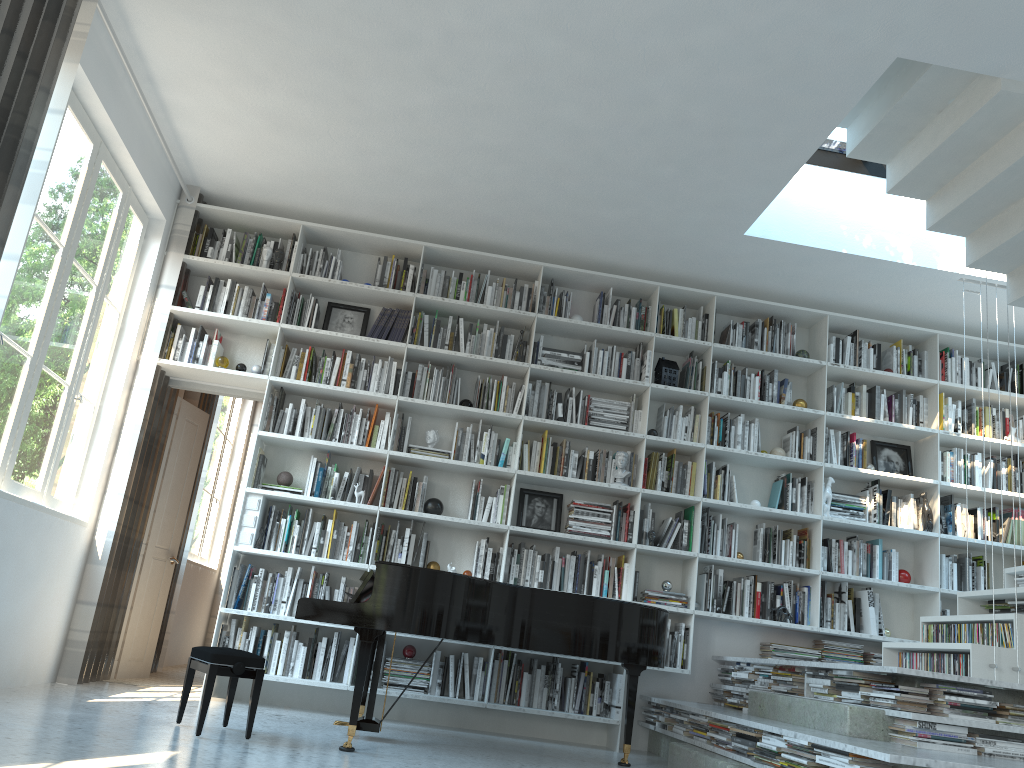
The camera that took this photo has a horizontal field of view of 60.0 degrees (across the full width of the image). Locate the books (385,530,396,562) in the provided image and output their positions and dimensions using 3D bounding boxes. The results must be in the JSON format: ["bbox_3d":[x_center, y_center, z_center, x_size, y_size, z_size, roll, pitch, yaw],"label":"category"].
[{"bbox_3d":[-0.792,1.080,5.762,0.042,0.247,0.163,9,-16,-5],"label":"books"}]

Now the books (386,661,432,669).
[{"bbox_3d":[-0.656,1.773,5.598,0.285,0.005,0.160,10,-17,-8],"label":"books"}]

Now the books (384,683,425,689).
[{"bbox_3d":[-0.674,1.893,5.568,0.254,0.007,0.161,9,-17,-4],"label":"books"}]

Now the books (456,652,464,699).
[{"bbox_3d":[-0.334,1.838,5.605,0.012,0.274,0.180,9,-16,-5],"label":"books"}]

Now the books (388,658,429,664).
[{"bbox_3d":[-0.653,1.749,5.610,0.254,0.005,0.161,9,-17,-4],"label":"books"}]

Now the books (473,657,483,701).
[{"bbox_3d":[-0.219,1.862,5.609,0.024,0.259,0.190,9,-16,-5],"label":"books"}]

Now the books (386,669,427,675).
[{"bbox_3d":[-0.665,1.816,5.593,0.254,0.005,0.161,9,-17,-5],"label":"books"}]

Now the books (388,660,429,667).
[{"bbox_3d":[-0.655,1.765,5.608,0.254,0.005,0.161,9,-17,-5],"label":"books"}]

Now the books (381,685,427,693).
[{"bbox_3d":[-0.677,1.914,5.565,0.285,0.007,0.160,9,-17,-5],"label":"books"}]

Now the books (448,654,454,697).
[{"bbox_3d":[-0.384,1.843,5.608,0.062,0.252,0.178,9,-16,-5],"label":"books"}]

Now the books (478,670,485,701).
[{"bbox_3d":[-0.203,1.908,5.616,0.024,0.179,0.172,9,-16,-5],"label":"books"}]

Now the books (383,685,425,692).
[{"bbox_3d":[-0.675,1.905,5.558,0.254,0.007,0.161,8,-17,-1],"label":"books"}]

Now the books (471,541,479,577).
[{"bbox_3d":[-0.247,1.167,5.821,0.012,0.253,0.161,9,-16,-5],"label":"books"}]

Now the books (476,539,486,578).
[{"bbox_3d":[-0.211,1.162,5.816,0.027,0.268,0.159,9,-16,-5],"label":"books"}]

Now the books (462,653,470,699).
[{"bbox_3d":[-0.293,1.848,5.622,0.073,0.275,0.181,9,-16,-5],"label":"books"}]

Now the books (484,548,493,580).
[{"bbox_3d":[-0.163,1.194,5.815,0.029,0.220,0.153,9,-16,-5],"label":"books"}]

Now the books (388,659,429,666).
[{"bbox_3d":[-0.655,1.760,5.609,0.254,0.005,0.161,9,-17,-5],"label":"books"}]

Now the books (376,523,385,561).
[{"bbox_3d":[-0.858,1.053,5.764,0.013,0.282,0.147,9,-16,-5],"label":"books"}]

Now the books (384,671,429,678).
[{"bbox_3d":[-0.664,1.828,5.587,0.285,0.007,0.160,9,-17,-4],"label":"books"}]

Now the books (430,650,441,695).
[{"bbox_3d":[-0.486,1.825,5.612,0.031,0.265,0.145,9,-16,-5],"label":"books"}]

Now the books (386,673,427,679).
[{"bbox_3d":[-0.665,1.835,5.585,0.254,0.007,0.161,9,-17,-4],"label":"books"}]

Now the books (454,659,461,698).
[{"bbox_3d":[-0.349,1.859,5.605,0.011,0.231,0.174,9,-16,-5],"label":"books"}]

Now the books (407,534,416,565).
[{"bbox_3d":[-0.662,1.108,5.786,0.029,0.240,0.136,9,-16,-5],"label":"books"}]

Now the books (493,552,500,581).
[{"bbox_3d":[-0.109,1.214,5.824,0.024,0.200,0.159,9,-16,-5],"label":"books"}]

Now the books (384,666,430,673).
[{"bbox_3d":[-0.663,1.800,5.595,0.285,0.005,0.160,9,-17,-4],"label":"books"}]

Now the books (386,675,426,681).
[{"bbox_3d":[-0.666,1.848,5.581,0.254,0.007,0.161,9,-17,-4],"label":"books"}]

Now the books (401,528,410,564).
[{"bbox_3d":[-0.697,1.083,5.770,0.027,0.268,0.185,9,-16,-5],"label":"books"}]

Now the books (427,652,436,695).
[{"bbox_3d":[-0.506,1.822,5.594,0.012,0.253,0.161,9,-16,-5],"label":"books"}]

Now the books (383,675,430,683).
[{"bbox_3d":[-0.666,1.852,5.573,0.285,0.007,0.160,10,-17,-9],"label":"books"}]

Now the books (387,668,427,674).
[{"bbox_3d":[-0.664,1.805,5.593,0.254,0.005,0.161,9,-17,-6],"label":"books"}]

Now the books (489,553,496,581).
[{"bbox_3d":[-0.138,1.216,5.833,0.031,0.194,0.142,9,-16,-5],"label":"books"}]

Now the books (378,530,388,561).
[{"bbox_3d":[-0.839,1.076,5.757,0.030,0.238,0.157,9,-16,-5],"label":"books"}]

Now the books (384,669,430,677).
[{"bbox_3d":[-0.663,1.822,5.592,0.285,0.007,0.160,9,-17,-5],"label":"books"}]

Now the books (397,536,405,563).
[{"bbox_3d":[-0.725,1.106,5.763,0.021,0.214,0.172,9,-16,-5],"label":"books"}]

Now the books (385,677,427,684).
[{"bbox_3d":[-0.667,1.859,5.571,0.254,0.007,0.161,10,-17,-9],"label":"books"}]

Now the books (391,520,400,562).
[{"bbox_3d":[-0.760,1.053,5.773,0.014,0.312,0.166,9,-16,-5],"label":"books"}]

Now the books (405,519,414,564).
[{"bbox_3d":[-0.677,1.060,5.805,0.013,0.338,0.138,9,-16,-5],"label":"books"}]

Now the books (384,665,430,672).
[{"bbox_3d":[-0.662,1.795,5.597,0.285,0.005,0.160,9,-17,-6],"label":"books"}]

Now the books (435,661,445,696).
[{"bbox_3d":[-0.459,1.856,5.594,0.029,0.201,0.178,9,-16,-5],"label":"books"}]

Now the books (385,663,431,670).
[{"bbox_3d":[-0.660,1.782,5.593,0.285,0.005,0.160,10,-17,-9],"label":"books"}]

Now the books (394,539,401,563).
[{"bbox_3d":[-0.749,1.113,5.763,0.024,0.195,0.157,9,-16,-5],"label":"books"}]

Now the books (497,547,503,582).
[{"bbox_3d":[-0.089,1.205,5.856,0.019,0.241,0.108,9,-16,-5],"label":"books"}]

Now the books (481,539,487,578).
[{"bbox_3d":[-0.194,1.165,5.832,0.010,0.276,0.156,9,-16,-5],"label":"books"}]

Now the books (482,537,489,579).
[{"bbox_3d":[-0.181,1.159,5.831,0.014,0.290,0.132,9,-16,-5],"label":"books"}]

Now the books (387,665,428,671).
[{"bbox_3d":[-0.662,1.790,5.600,0.254,0.005,0.161,9,-17,-5],"label":"books"}]

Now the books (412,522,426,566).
[{"bbox_3d":[-0.616,1.068,5.786,0.050,0.327,0.167,9,-16,-5],"label":"books"}]

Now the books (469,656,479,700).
[{"bbox_3d":[-0.247,1.867,5.636,0.025,0.258,0.133,9,-16,-5],"label":"books"}]

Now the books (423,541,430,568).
[{"bbox_3d":[-0.562,1.137,5.788,0.023,0.211,0.160,9,-16,-5],"label":"books"}]

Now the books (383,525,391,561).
[{"bbox_3d":[-0.815,1.062,5.756,0.012,0.271,0.182,9,-16,-5],"label":"books"}]

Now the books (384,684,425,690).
[{"bbox_3d":[-0.675,1.900,5.568,0.254,0.007,0.161,9,-17,-5],"label":"books"}]

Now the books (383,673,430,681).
[{"bbox_3d":[-0.664,1.839,5.574,0.285,0.007,0.160,11,-17,-10],"label":"books"}]

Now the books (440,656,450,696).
[{"bbox_3d":[-0.430,1.847,5.612,0.028,0.237,0.136,9,-16,-5],"label":"books"}]

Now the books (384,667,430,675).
[{"bbox_3d":[-0.664,1.809,5.590,0.285,0.005,0.160,10,-17,-7],"label":"books"}]

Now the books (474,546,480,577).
[{"bbox_3d":[-0.237,1.185,5.826,0.015,0.224,0.148,9,-16,-5],"label":"books"}]

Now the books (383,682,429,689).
[{"bbox_3d":[-0.672,1.885,5.563,0.285,0.007,0.160,10,-17,-9],"label":"books"}]

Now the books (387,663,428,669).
[{"bbox_3d":[-0.656,1.778,5.595,0.254,0.005,0.161,8,-17,-1],"label":"books"}]

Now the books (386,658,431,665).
[{"bbox_3d":[-0.654,1.755,5.611,0.285,0.005,0.160,9,-17,-5],"label":"books"}]

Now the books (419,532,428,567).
[{"bbox_3d":[-0.582,1.106,5.778,0.027,0.260,0.164,9,-16,-5],"label":"books"}]

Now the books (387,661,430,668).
[{"bbox_3d":[-0.655,1.767,5.596,0.254,0.005,0.161,11,-17,-10],"label":"books"}]
